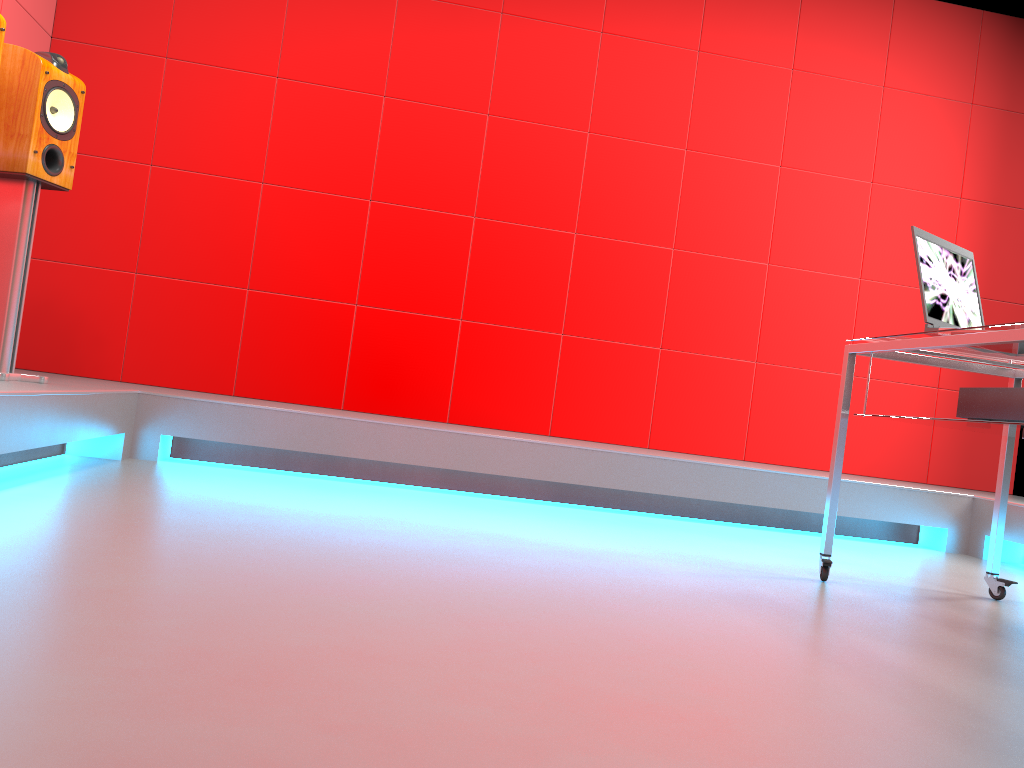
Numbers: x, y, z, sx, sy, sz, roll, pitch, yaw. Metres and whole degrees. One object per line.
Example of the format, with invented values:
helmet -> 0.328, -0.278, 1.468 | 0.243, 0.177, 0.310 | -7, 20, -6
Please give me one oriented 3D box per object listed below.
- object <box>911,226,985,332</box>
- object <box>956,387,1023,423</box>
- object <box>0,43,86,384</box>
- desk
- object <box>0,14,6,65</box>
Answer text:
object -> 1.252, -0.239, 2.267 | 0.342, 0.285, 0.340 | 8, -2, -38
object -> 1.343, 0.078, 2.068 | 0.365, 0.092, 0.435 | 8, -1, -8
object -> -1.600, -0.545, 2.850 | 0.265, 1.058, 0.231 | 7, -1, 12
desk -> 1.297, 0.248, 1.788 | 0.594, 0.690, 1.617 | 8, -1, -8
object -> -1.545, -0.548, 2.303 | 0.238, 1.052, 0.203 | 7, -1, 2
